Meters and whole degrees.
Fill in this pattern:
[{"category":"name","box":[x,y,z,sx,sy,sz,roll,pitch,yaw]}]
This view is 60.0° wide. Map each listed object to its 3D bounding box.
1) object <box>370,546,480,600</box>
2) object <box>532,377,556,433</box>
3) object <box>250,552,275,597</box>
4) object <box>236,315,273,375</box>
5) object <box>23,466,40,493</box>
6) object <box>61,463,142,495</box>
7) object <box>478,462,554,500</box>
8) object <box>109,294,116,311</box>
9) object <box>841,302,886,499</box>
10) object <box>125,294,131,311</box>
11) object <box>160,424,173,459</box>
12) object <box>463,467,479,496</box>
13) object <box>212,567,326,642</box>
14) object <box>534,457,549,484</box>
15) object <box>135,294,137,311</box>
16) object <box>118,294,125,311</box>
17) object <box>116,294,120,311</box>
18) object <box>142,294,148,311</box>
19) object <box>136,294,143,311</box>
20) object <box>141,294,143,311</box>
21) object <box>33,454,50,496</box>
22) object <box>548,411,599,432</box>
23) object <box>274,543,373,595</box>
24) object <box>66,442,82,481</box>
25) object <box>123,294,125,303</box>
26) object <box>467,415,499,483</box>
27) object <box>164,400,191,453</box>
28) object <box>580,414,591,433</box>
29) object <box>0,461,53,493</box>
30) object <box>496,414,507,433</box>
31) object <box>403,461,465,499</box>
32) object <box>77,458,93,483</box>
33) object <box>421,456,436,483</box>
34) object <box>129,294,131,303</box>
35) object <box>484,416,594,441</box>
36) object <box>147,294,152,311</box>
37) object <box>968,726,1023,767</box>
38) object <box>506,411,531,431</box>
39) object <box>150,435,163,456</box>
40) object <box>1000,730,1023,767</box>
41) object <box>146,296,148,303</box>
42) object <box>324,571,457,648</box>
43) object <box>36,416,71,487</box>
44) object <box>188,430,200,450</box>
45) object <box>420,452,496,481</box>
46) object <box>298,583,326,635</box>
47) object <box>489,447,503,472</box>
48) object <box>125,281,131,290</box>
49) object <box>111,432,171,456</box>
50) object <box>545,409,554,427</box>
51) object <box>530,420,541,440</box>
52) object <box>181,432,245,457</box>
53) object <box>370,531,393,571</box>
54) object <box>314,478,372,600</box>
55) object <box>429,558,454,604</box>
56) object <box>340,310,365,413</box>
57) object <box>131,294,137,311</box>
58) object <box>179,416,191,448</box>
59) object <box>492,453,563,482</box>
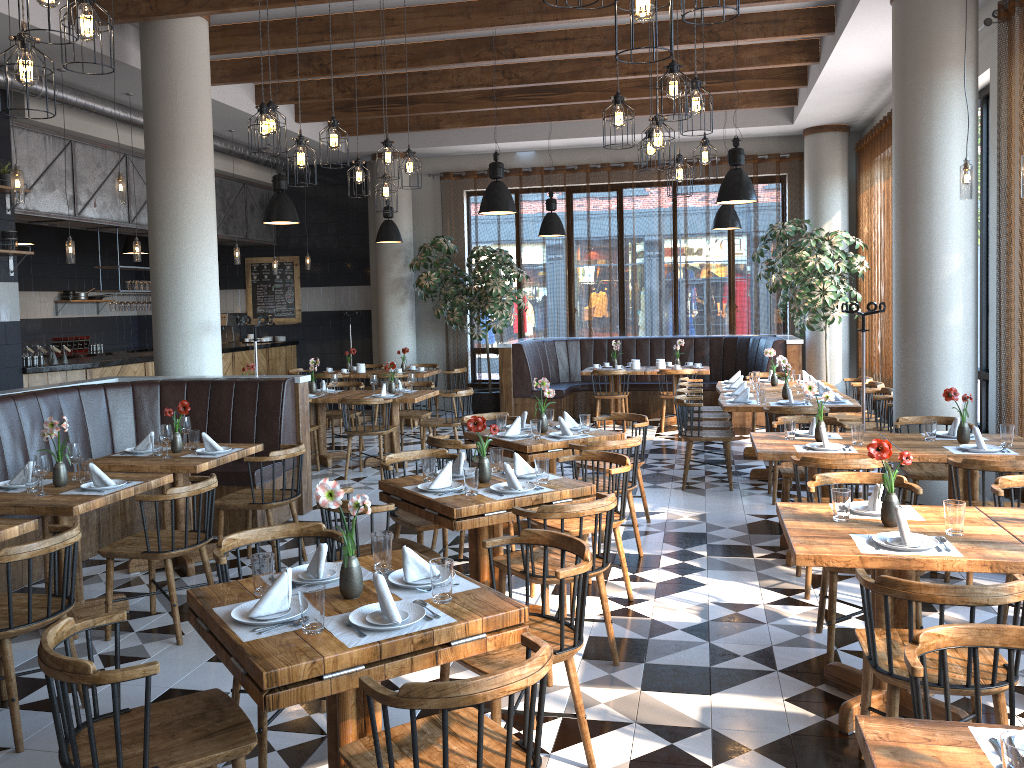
[{"category":"object","box":[-0.314,0.617,3.066,0.272,0.137,0.352,-4,6,-33]},{"category":"object","box":[0.236,0.154,6.510,0.206,0.399,0.146,1,4,32]},{"category":"object","box":[-0.835,0.641,2.975,0.080,0.132,0.080,0,4,27]},{"category":"object","box":[-2.301,0.210,8.022,0.374,1.655,0.375,-2,3,-10]},{"category":"object","box":[-2.589,0.516,4.781,0.080,0.132,0.080,-1,4,12]},{"category":"object","box":[-2.240,0.499,4.844,0.272,0.137,0.353,0,5,12]},{"category":"object","box":[-0.003,0.475,4.516,0.352,0.137,0.273,-5,6,-33]},{"category":"object","box":[-5.052,-1.026,11.201,0.081,0.215,0.081,-1,3,4]},{"category":"object","box":[2.722,0.196,6.858,0.374,1.655,0.375,-2,3,-5]},{"category":"object","box":[-4.897,-1.037,11.289,0.081,0.215,0.081,-1,3,4]},{"category":"object","box":[-2.254,0.374,5.782,0.081,0.215,0.081,0,3,20]},{"category":"object","box":[-0.204,0.490,4.436,0.080,0.132,0.080,0,4,17]},{"category":"object","box":[-0.758,0.655,2.771,0.272,0.137,0.352,-4,6,-33]},{"category":"object","box":[0.159,0.459,4.674,0.080,0.132,0.080,0,4,17]},{"category":"object","box":[-4.953,-1.071,11.665,0.081,0.215,0.081,-1,3,4]},{"category":"object","box":[-4.922,-1.026,11.173,0.081,0.215,0.081,-1,3,4]},{"category":"object","box":[-5.027,-1.037,11.317,0.081,0.215,0.081,-1,3,4]},{"category":"object","box":[-4.823,-1.071,11.637,0.081,0.215,0.081,-1,3,4]},{"category":"object","box":[-4.848,-1.060,11.521,0.081,0.215,0.081,-1,3,4]},{"category":"object","box":[-4.929,-1.082,11.781,0.081,0.215,0.081,-1,3,4]},{"category":"object","box":[-2.487,0.481,4.685,0.081,0.215,0.081,-3,3,-24]},{"category":"object","box":[0.445,0.268,6.638,0.272,0.137,0.352,-4,6,-33]},{"category":"object","box":[-0.686,0.619,3.142,0.352,0.137,0.273,-5,6,-33]},{"category":"object","box":[-2.514,0.444,5.086,0.081,0.215,0.081,-3,3,-24]},{"category":"object","box":[-5.002,-1.048,11.433,0.081,0.215,0.081,-1,3,4]},{"category":"object","box":[-0.160,0.346,4.771,0.156,0.354,0.171,-3,4,-23]},{"category":"object","box":[-2.233,0.287,5.960,0.171,0.354,0.156,-1,3,15]},{"category":"object","box":[0.531,0.289,6.424,0.080,0.132,0.080,-2,4,-13]},{"category":"object","box":[-2.752,0.501,4.962,0.272,0.137,0.353,0,5,12]},{"category":"object","box":[-0.078,0.293,6.541,0.080,0.132,0.080,-3,4,-23]},{"category":"object","box":[-0.374,0.477,4.592,0.272,0.137,0.352,-4,6,-33]},{"category":"object","box":[-2.412,0.491,5.010,0.080,0.132,0.080,0,4,17]},{"category":"object","box":[-0.450,0.463,4.791,0.080,0.132,0.080,0,4,17]},{"category":"object","box":[-4.978,-1.060,11.549,0.081,0.215,0.081,-1,3,4]},{"category":"object","box":[0.193,0.303,6.334,0.583,0.137,0.578,-5,6,-33]},{"category":"object","box":[-4.799,-1.083,11.753,0.081,0.215,0.081,-1,3,4]},{"category":"object","box":[1.148,0.700,1.785,0.352,0.137,0.272,0,5,12]},{"category":"object","box":[0.073,0.270,6.714,0.352,0.137,0.273,-5,6,-33]},{"category":"object","box":[-2.355,0.409,5.882,0.080,0.132,0.080,-1,4,12]},{"category":"object","box":[0.944,0.722,1.633,0.080,0.132,0.080,-2,4,-3]},{"category":"object","box":[-4.906,-1.093,11.889,0.081,0.215,0.081,-1,3,4]},{"category":"object","box":[-0.386,0.653,2.695,0.352,0.137,0.273,-5,6,-33]},{"category":"object","box":[-2.512,0.371,4.875,0.206,0.399,0.146,-1,3,14]},{"category":"object","box":[-2.183,0.386,6.086,0.080,0.132,0.080,-2,4,-3]},{"category":"object","box":[-0.302,0.441,4.962,0.352,0.137,0.273,-5,6,-33]},{"category":"object","box":[-0.590,0.667,2.620,0.080,0.132,0.080,0,4,27]},{"category":"object","box":[-0.087,0.431,5.040,0.080,0.132,0.080,0,4,27]},{"category":"object","box":[-4.982,-1.273,11.497,0.080,0.132,0.080,2,5,42]},{"category":"object","box":[-2.519,0.394,6.059,0.272,0.137,0.353,0,5,12]},{"category":"object","box":[0.284,0.261,6.791,0.080,0.132,0.080,-2,4,-13]},{"category":"object","box":[0.167,0.319,6.186,0.080,0.132,0.080,-3,4,-23]},{"category":"object","box":[-2.007,0.392,5.941,0.272,0.137,0.353,0,5,12]},{"category":"object","box":[-0.473,0.609,3.225,0.080,0.132,0.080,0,4,27]},{"category":"object","box":[-0.556,0.504,2.926,0.146,0.399,0.207,0,4,24]},{"category":"object","box":[-0.226,0.637,2.858,0.080,0.132,0.080,0,4,27]},{"category":"object","box":[-2.579,-0.358,14.241,0.374,1.655,0.375,1,4,35]},{"category":"object","box":[-4.873,-1.049,11.405,0.081,0.215,0.081,-1,3,4]},{"category":"object","box":[-2.280,0.337,6.187,0.081,0.215,0.081,-2,3,-19]},{"category":"object","box":[0.069,0.439,4.887,0.272,0.137,0.352,-4,6,-33]}]
